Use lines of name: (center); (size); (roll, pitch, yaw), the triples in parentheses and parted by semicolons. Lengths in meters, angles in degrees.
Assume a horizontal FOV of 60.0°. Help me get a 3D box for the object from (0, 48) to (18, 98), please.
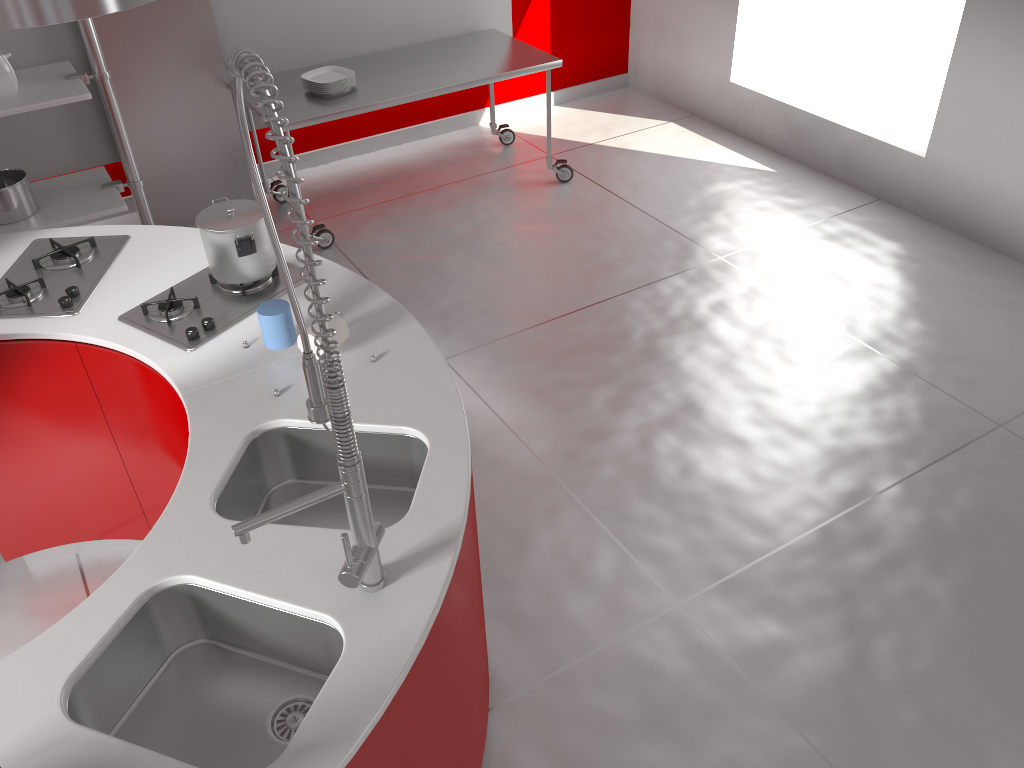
object: (-2.209, -1.290, 3.656); (0.282, 0.197, 0.235); (-29, 45, -30)

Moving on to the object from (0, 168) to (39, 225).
object: (-2.248, -0.830, 3.923); (0.259, 0.161, 0.240); (27, 46, 33)

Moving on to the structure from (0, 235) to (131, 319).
structure: (-1.318, -0.328, 2.546); (0.303, 0.037, 0.457); (-2, 37, 0)

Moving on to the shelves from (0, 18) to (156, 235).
shelves: (-2.533, -1.394, 3.350); (1.735, 2.599, 0.535); (-21, 41, -23)

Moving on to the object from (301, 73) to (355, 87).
object: (-0.892, -1.485, 4.311); (0.228, 0.020, 0.228); (26, 46, 32)

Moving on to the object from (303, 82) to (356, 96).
object: (-0.890, -1.453, 4.336); (0.228, 0.020, 0.228); (26, 46, 32)

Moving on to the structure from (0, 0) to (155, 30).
structure: (-1.099, -1.286, 1.768); (0.644, 0.958, 0.644); (14, 40, 21)

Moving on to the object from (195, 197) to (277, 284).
object: (-0.749, -0.394, 2.418); (0.218, 0.185, 0.189); (12, 40, 18)

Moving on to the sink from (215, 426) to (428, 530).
sink: (-0.391, 0.266, 1.921); (0.428, 0.172, 0.326); (3, 38, 7)

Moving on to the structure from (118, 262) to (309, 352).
structure: (-0.803, -0.256, 2.422); (0.303, 0.037, 0.457); (21, 43, 27)

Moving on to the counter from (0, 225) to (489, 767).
counter: (-1.016, 0.715, 1.918); (1.868, 0.880, 2.865); (0, 37, 3)

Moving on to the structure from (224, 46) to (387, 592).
structure: (-0.330, -0.017, 1.354); (0.178, 0.920, 0.308); (6, 38, 11)

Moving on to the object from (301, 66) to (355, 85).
object: (-0.892, -1.493, 4.305); (0.228, 0.020, 0.228); (26, 46, 32)

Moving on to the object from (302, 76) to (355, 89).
object: (-0.891, -1.477, 4.317); (0.228, 0.020, 0.228); (26, 46, 32)

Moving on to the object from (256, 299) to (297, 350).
object: (-0.591, -0.151, 2.188); (0.109, 0.100, 0.080); (19, 42, 26)

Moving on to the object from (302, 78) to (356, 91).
object: (-0.891, -1.469, 4.323); (0.228, 0.020, 0.228); (26, 46, 32)

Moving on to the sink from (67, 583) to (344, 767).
sink: (-0.508, 0.556, 1.548); (0.428, 0.172, 0.326); (11, 39, 17)

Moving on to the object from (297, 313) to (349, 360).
object: (-0.470, -0.118, 2.153); (0.109, 0.080, 0.100); (17, 41, 24)

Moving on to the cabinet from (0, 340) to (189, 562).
cabinet: (-1.269, 0.760, 1.822); (1.025, 0.761, 1.875); (7, 38, 12)

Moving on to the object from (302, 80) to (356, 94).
object: (-0.891, -1.461, 4.329); (0.228, 0.020, 0.228); (26, 46, 32)

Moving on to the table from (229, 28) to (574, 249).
table: (-0.546, -1.334, 4.740); (1.627, 0.682, 0.749); (-21, 41, -22)
